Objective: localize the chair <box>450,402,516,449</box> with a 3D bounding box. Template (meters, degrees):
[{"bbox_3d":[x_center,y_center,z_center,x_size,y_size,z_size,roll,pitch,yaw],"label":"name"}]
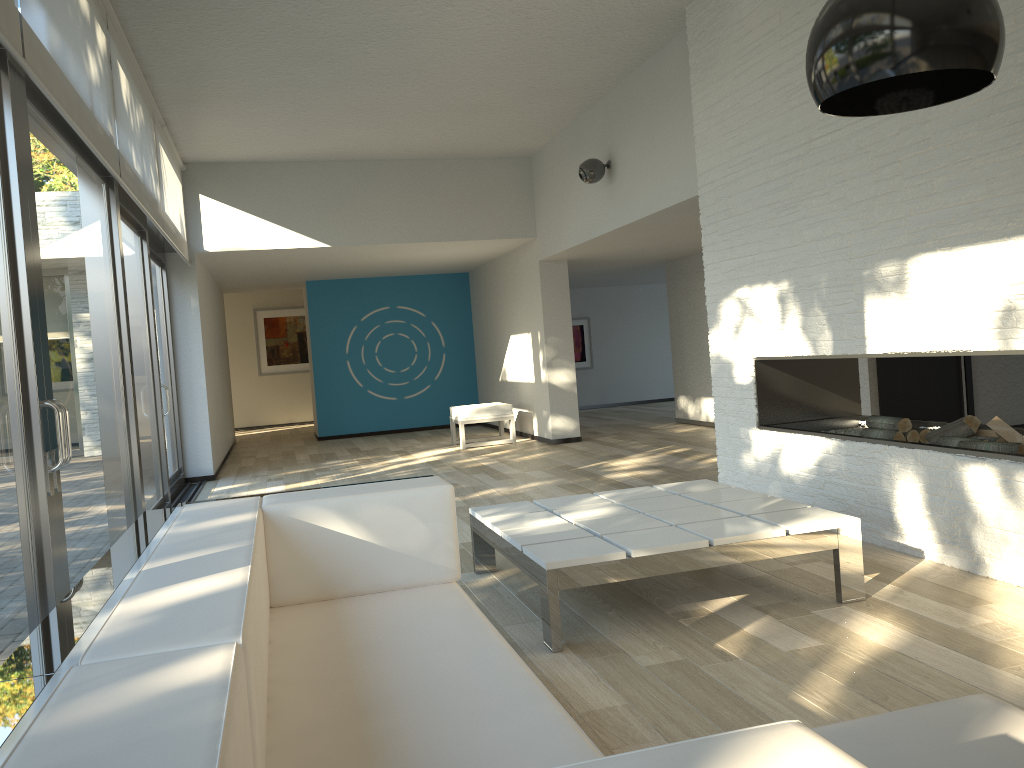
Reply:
[{"bbox_3d":[-0.341,0.460,10.057,0.611,0.442,0.610,-5,2,-15],"label":"chair"}]

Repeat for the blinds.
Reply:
[{"bbox_3d":[-1.639,-1.525,2.899,0.056,0.983,11.530,-5,2,-15],"label":"blinds"}]

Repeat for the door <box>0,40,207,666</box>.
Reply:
[{"bbox_3d":[-1.210,-0.087,4.928,19.445,2.373,22.950,-5,2,-15],"label":"door"}]

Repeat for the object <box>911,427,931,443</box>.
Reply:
[{"bbox_3d":[1.978,0.250,4.423,0.082,0.073,0.237,-5,2,-16],"label":"object"}]

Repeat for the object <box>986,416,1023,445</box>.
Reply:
[{"bbox_3d":[2.095,0.221,3.714,0.064,0.165,0.225,-5,2,-16],"label":"object"}]

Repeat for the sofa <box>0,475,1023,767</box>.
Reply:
[{"bbox_3d":[-0.004,0.634,1.684,1.546,0.654,2.404,-5,2,-15],"label":"sofa"}]

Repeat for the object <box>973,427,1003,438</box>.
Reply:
[{"bbox_3d":[2.071,0.220,3.917,0.064,0.060,0.229,-5,2,-14],"label":"object"}]

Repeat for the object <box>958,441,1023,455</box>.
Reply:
[{"bbox_3d":[1.982,0.277,3.673,0.075,0.074,0.245,-6,2,-36],"label":"object"}]

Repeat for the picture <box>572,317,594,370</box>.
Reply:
[{"bbox_3d":[0.828,-0.626,14.190,0.959,0.828,0.017,-5,1,-15],"label":"picture"}]

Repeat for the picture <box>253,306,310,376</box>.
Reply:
[{"bbox_3d":[-3.854,-0.783,15.798,1.378,1.190,0.017,-5,1,-15],"label":"picture"}]

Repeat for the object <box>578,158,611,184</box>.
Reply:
[{"bbox_3d":[0.697,-1.740,7.240,0.315,0.203,0.201,-5,2,-15],"label":"object"}]

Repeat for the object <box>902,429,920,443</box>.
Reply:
[{"bbox_3d":[1.904,0.257,4.393,0.076,0.076,0.236,-5,2,-16],"label":"object"}]

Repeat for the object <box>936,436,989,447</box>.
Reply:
[{"bbox_3d":[1.968,0.271,3.867,0.075,0.074,0.246,-5,2,-16],"label":"object"}]

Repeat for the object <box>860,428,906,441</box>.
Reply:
[{"bbox_3d":[1.830,0.263,4.387,0.075,0.074,0.246,-5,2,-16],"label":"object"}]

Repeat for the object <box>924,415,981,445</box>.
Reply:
[{"bbox_3d":[1.974,0.218,3.972,0.093,0.170,0.271,-5,2,-16],"label":"object"}]

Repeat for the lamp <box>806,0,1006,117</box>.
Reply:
[{"bbox_3d":[0.294,-0.049,0.734,0.282,2.023,1.755,-4,2,28],"label":"lamp"}]

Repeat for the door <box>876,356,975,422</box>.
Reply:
[{"bbox_3d":[3.415,-0.493,7.423,0.920,1.947,0.108,-5,1,-15],"label":"door"}]

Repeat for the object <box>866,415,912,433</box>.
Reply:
[{"bbox_3d":[1.864,0.196,4.393,0.082,0.073,0.237,-5,2,-16],"label":"object"}]

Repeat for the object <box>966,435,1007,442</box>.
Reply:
[{"bbox_3d":[2.042,0.265,3.874,0.076,0.076,0.236,-5,2,-16],"label":"object"}]

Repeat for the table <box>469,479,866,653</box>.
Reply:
[{"bbox_3d":[0.555,0.690,3.715,1.220,0.305,1.220,-5,2,-15],"label":"table"}]
